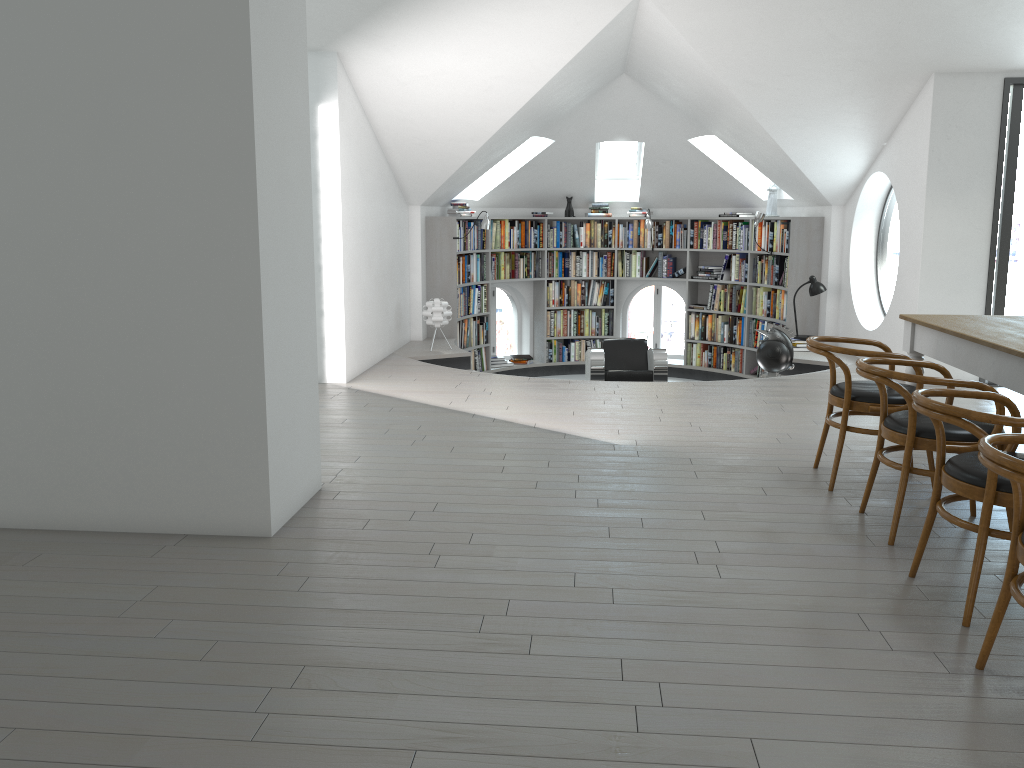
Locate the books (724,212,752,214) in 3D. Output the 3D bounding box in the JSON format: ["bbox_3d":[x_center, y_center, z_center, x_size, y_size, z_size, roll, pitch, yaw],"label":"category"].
[{"bbox_3d":[2.763,-2.084,10.835,0.233,0.027,0.248,-4,11,-22],"label":"books"}]

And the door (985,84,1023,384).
[{"bbox_3d":[3.944,-1.247,7.514,0.080,2.336,1.056,1,9,5],"label":"door"}]

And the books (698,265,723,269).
[{"bbox_3d":[2.530,-1.472,11.181,0.269,0.031,0.287,-3,11,-15],"label":"books"}]

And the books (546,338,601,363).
[{"bbox_3d":[0.871,-0.462,11.772,1.019,0.305,0.289,-2,10,-10],"label":"books"}]

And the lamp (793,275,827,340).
[{"bbox_3d":[3.072,-0.791,9.159,0.323,0.657,0.234,4,10,20],"label":"lamp"}]

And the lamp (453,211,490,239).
[{"bbox_3d":[-0.448,-1.776,9.898,0.414,0.310,0.117,0,9,2],"label":"lamp"}]

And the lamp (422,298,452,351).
[{"bbox_3d":[-0.769,-0.615,9.126,0.305,0.522,0.307,-1,9,-6],"label":"lamp"}]

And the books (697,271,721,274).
[{"bbox_3d":[2.530,-1.410,11.190,0.269,0.031,0.286,-7,13,-34],"label":"books"}]

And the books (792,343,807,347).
[{"bbox_3d":[3.037,-0.423,9.226,0.286,0.034,0.306,-1,11,-5],"label":"books"}]

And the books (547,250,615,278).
[{"bbox_3d":[0.869,-1.582,11.643,1.028,0.357,0.302,-2,10,-9],"label":"books"}]

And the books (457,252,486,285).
[{"bbox_3d":[-0.616,-1.363,10.460,0.303,0.346,1.092,4,11,20],"label":"books"}]

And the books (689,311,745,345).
[{"bbox_3d":[2.614,-0.713,11.124,0.272,0.349,0.874,-9,14,-43],"label":"books"}]

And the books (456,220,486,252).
[{"bbox_3d":[-0.610,-1.740,10.380,0.300,0.359,1.037,4,11,21],"label":"books"}]

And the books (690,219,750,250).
[{"bbox_3d":[2.630,-1.844,10.936,0.306,0.366,0.972,-8,13,-41],"label":"books"}]

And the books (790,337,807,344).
[{"bbox_3d":[3.037,-0.455,9.221,0.269,0.031,0.287,3,11,15],"label":"books"}]

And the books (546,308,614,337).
[{"bbox_3d":[0.888,-0.821,11.723,1.032,0.356,0.294,-2,10,-10],"label":"books"}]

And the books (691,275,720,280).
[{"bbox_3d":[2.529,-1.347,11.200,0.366,0.042,0.389,-10,15,-44],"label":"books"}]

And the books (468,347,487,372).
[{"bbox_3d":[-0.597,-0.264,10.662,0.283,0.318,0.922,4,11,23],"label":"books"}]

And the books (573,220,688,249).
[{"bbox_3d":[1.543,-1.949,11.501,1.566,0.365,0.395,2,10,10],"label":"books"}]

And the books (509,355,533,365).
[{"bbox_3d":[0.123,-0.317,11.535,0.318,0.099,0.293,1,10,7],"label":"books"}]

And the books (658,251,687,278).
[{"bbox_3d":[2.101,-1.534,11.403,0.399,0.339,0.225,5,10,25],"label":"books"}]

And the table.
[{"bbox_3d":[2.557,0.310,3.408,1.018,0.795,3.365,1,10,5],"label":"table"}]

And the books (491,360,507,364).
[{"bbox_3d":[-0.226,-0.299,11.393,0.269,0.031,0.287,-3,11,-18],"label":"books"}]

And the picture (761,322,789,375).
[{"bbox_3d":[2.939,-0.239,9.982,0.090,0.859,0.581,-1,9,-5],"label":"picture"}]

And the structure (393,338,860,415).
[{"bbox_3d":[1.159,-0.089,9.620,4.718,0.690,4.723,-9,14,-39],"label":"structure"}]

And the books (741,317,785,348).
[{"bbox_3d":[3.056,-0.556,10.290,0.304,0.357,1.189,-2,11,-14],"label":"books"}]

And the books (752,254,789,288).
[{"bbox_3d":[3.077,-1.299,10.113,0.279,0.356,1.057,-1,10,-9],"label":"books"}]

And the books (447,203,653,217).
[{"bbox_3d":[0.442,-2.187,11.143,2.816,0.173,0.750,-5,11,-24],"label":"books"}]

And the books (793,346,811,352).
[{"bbox_3d":[3.037,-0.387,9.232,0.365,0.042,0.390,1,11,5],"label":"books"}]

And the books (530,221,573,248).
[{"bbox_3d":[0.469,-1.934,11.474,0.682,0.344,0.266,-3,10,-18],"label":"books"}]

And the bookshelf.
[{"bbox_3d":[1.284,-1.094,10.859,4.333,1.872,2.118,1,10,5],"label":"bookshelf"}]

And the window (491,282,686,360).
[{"bbox_3d":[0.847,-0.844,11.809,3.231,1.146,0.620,-2,9,-9],"label":"window"}]

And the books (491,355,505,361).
[{"bbox_3d":[-0.226,-0.330,11.388,0.213,0.036,0.227,-3,11,-18],"label":"books"}]

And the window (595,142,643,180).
[{"bbox_3d":[1.286,-2.838,10.588,4.055,0.710,1.941,1,10,5],"label":"window"}]

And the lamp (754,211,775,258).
[{"bbox_3d":[2.865,-1.685,10.001,0.275,0.523,0.113,-1,9,-4],"label":"lamp"}]

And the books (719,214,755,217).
[{"bbox_3d":[2.763,-2.056,10.839,0.317,0.036,0.337,-6,12,-32],"label":"books"}]

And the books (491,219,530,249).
[{"bbox_3d":[-0.108,-1.879,11.114,0.794,0.371,0.269,-9,13,-41],"label":"books"}]

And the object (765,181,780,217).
[{"bbox_3d":[3.004,-2.163,10.225,0.179,0.470,0.180,2,9,14],"label":"object"}]

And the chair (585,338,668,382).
[{"bbox_3d":[1.238,-0.112,9.717,0.823,0.716,0.744,0,10,0],"label":"chair"}]

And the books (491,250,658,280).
[{"bbox_3d":[0.702,-1.536,11.428,2.529,0.369,0.593,-3,10,-14],"label":"books"}]

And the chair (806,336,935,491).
[{"bbox_3d":[1.805,0.139,4.516,0.621,0.731,0.530,1,10,8],"label":"chair"}]

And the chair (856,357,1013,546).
[{"bbox_3d":[1.780,0.272,3.797,0.621,0.731,0.530,1,9,5],"label":"chair"}]

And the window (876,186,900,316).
[{"bbox_3d":[3.674,-1.237,8.242,0.104,1.463,1.477,1,10,5],"label":"window"}]

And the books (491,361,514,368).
[{"bbox_3d":[-0.226,-0.265,11.398,0.366,0.042,0.389,-6,12,-28],"label":"books"}]

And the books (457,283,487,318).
[{"bbox_3d":[-0.586,-0.985,10.479,0.261,0.357,1.024,4,11,22],"label":"books"}]

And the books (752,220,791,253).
[{"bbox_3d":[3.076,-1.679,10.065,0.293,0.360,1.018,-2,11,-12],"label":"books"}]

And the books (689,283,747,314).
[{"bbox_3d":[2.664,-1.076,10.996,0.252,0.350,0.976,-8,13,-42],"label":"books"}]

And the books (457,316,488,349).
[{"bbox_3d":[-0.673,-0.395,10.318,0.391,0.692,1.648,3,11,15],"label":"books"}]

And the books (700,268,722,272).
[{"bbox_3d":[2.530,-1.440,11.185,0.214,0.036,0.227,-7,13,-34],"label":"books"}]

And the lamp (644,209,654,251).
[{"bbox_3d":[1.736,-1.931,11.213,0.113,0.564,0.359,2,10,12],"label":"lamp"}]

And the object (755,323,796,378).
[{"bbox_3d":[2.431,-0.286,8.216,0.320,0.560,0.322,-4,10,-22],"label":"object"}]

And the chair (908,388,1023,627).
[{"bbox_3d":[1.699,0.405,3.082,0.621,0.731,0.530,0,9,0],"label":"chair"}]

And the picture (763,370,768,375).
[{"bbox_3d":[2.878,-0.050,9.834,0.107,0.553,0.491,-1,10,-4],"label":"picture"}]

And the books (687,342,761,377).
[{"bbox_3d":[2.758,-0.309,10.936,0.360,0.310,1.502,-6,12,-32],"label":"books"}]

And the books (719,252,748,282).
[{"bbox_3d":[2.816,-1.428,10.811,0.256,0.349,0.555,-7,12,-38],"label":"books"}]

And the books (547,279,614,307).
[{"bbox_3d":[0.875,-1.201,11.660,0.997,0.350,0.299,-2,10,-11],"label":"books"}]

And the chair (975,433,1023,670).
[{"bbox_3d":[1.566,0.535,2.376,0.621,0.731,0.530,1,10,8],"label":"chair"}]

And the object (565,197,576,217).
[{"bbox_3d":[0.754,-2.289,11.462,0.147,0.264,0.203,0,9,2],"label":"object"}]

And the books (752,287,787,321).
[{"bbox_3d":[3.084,-0.920,10.167,0.275,0.346,1.025,-2,10,-10],"label":"books"}]

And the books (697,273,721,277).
[{"bbox_3d":[2.530,-1.379,11.195,0.286,0.031,0.270,9,14,39],"label":"books"}]
